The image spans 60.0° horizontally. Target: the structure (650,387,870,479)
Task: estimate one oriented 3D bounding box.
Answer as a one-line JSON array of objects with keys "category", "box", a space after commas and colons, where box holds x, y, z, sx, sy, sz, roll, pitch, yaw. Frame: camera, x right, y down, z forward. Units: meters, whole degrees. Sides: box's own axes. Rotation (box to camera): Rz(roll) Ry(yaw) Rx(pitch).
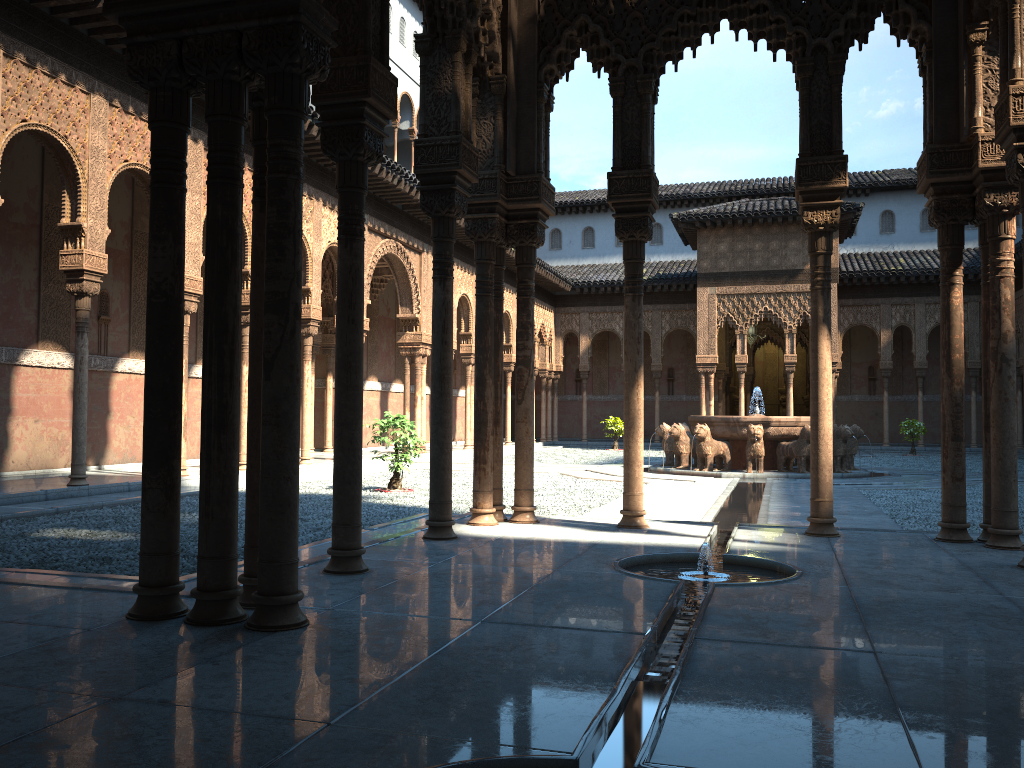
[{"category": "structure", "box": [5.353, 1.052, 19.392, 4.508, 1.991, 4.508, 0, -2, 17]}]
